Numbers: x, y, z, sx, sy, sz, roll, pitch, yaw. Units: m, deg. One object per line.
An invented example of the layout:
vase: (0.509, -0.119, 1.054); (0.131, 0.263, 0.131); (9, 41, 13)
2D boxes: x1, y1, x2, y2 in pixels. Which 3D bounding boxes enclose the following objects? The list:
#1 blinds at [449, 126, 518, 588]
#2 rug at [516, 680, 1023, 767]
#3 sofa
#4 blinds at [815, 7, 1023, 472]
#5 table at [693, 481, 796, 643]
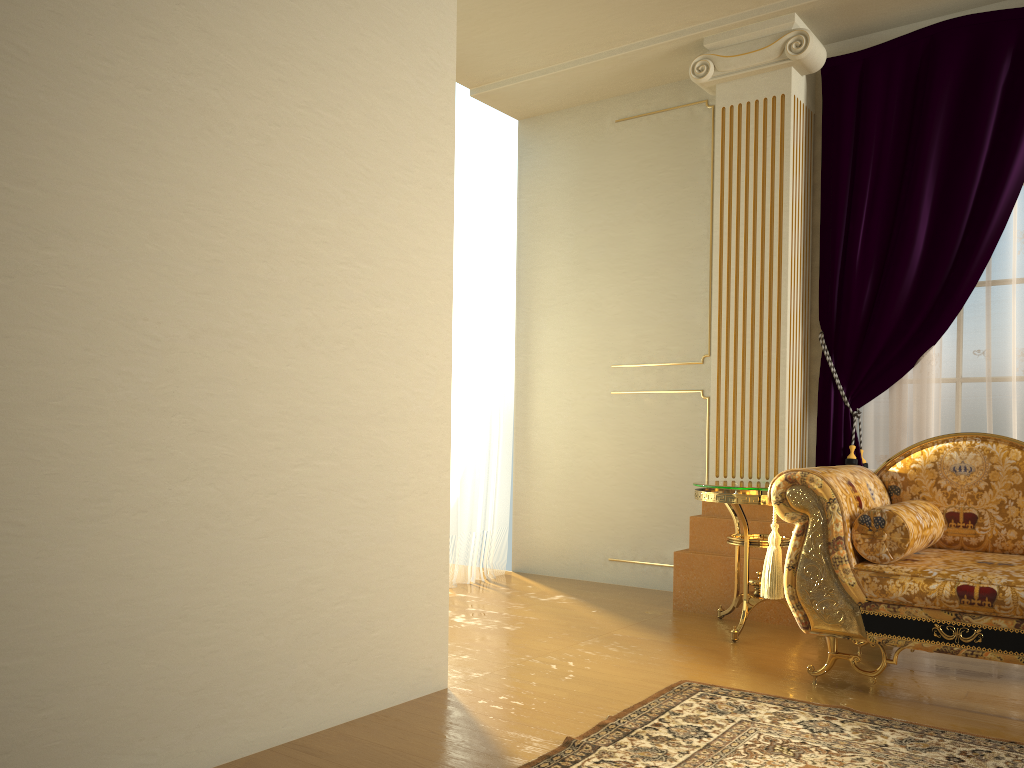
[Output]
blinds: (-0.594, -0.164, 4.454); (0.164, 2.505, 2.168); (1, 0, 39)
rug: (0.535, 0.897, 1.169); (2.117, 0.017, 3.083); (-2, -4, 36)
sofa: (1.804, 0.584, 2.767); (1.893, 0.871, 0.694); (-1, -2, 36)
blinds: (2.332, -0.247, 3.575); (2.234, 2.653, 0.339); (0, 0, 37)
table: (1.064, 0.752, 3.806); (0.571, 0.643, 0.571); (1, -1, -9)
